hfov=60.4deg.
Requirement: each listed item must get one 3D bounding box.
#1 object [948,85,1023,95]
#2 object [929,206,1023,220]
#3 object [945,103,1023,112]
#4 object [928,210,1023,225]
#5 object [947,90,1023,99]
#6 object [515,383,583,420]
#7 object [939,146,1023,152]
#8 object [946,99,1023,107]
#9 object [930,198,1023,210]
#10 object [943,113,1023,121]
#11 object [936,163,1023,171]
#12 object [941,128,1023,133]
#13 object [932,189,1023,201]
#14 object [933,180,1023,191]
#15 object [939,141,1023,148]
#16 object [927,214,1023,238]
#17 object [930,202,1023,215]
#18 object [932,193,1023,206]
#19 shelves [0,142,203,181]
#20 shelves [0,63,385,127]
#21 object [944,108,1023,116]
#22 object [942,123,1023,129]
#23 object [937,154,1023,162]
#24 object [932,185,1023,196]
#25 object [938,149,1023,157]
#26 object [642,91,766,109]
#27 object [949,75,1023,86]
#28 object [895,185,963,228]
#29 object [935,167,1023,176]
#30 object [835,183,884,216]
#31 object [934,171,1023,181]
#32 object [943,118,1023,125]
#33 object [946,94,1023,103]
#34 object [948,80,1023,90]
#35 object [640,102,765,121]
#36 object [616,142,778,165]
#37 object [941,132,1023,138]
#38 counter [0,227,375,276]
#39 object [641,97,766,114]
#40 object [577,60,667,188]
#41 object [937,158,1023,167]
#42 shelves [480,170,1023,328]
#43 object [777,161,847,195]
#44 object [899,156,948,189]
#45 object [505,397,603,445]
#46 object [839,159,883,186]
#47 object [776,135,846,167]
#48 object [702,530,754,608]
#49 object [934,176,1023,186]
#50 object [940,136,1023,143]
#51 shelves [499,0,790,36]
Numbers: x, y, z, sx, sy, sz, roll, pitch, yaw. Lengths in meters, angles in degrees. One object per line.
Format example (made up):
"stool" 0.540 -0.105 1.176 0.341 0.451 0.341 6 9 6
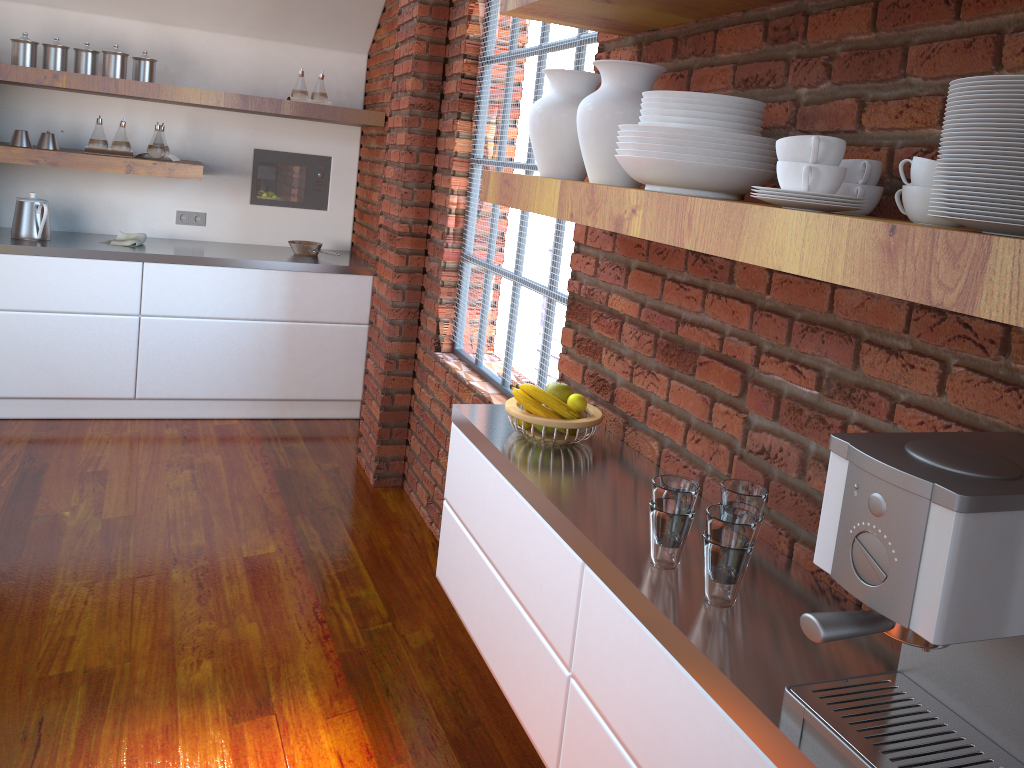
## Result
"object" 0.564 -0.293 0.924 0.194 0.013 0.199 5 14 -5
"object" 0.550 -0.172 0.939 0.194 0.013 0.199 5 14 -5
"object" 0.562 -0.276 0.926 0.194 0.013 0.199 5 14 -5
"object" 0.550 -0.167 0.939 0.194 0.013 0.199 5 14 -5
"object" 0.564 -0.289 0.925 0.194 0.013 0.199 5 14 -5
"object" 0.085 0.048 2.057 0.185 0.083 0.067 10 10 16
"object" 0.557 -0.234 0.931 0.194 0.013 0.199 5 14 -5
"object" 0.563 -0.280 0.926 0.194 0.013 0.199 5 14 -5
"object" 0.551 -0.180 0.938 0.194 0.013 0.199 5 14 -5
"object" 0.561 -0.266 0.927 0.194 0.013 0.199 5 14 -5
"object" 0.555 -0.217 0.933 0.194 0.013 0.199 5 14 -5
"object" 0.559 -0.252 0.929 0.194 0.013 0.199 5 14 -5
"object" 0.552 -0.189 0.937 0.194 0.013 0.199 5 14 -5
"object" 0.553 -0.199 0.936 0.194 0.013 0.199 5 14 -5
"object" 0.558 -0.239 0.931 0.194 0.013 0.199 5 14 -5
"object" 0.549 -0.163 0.940 0.194 0.013 0.199 5 14 -5
"object" 0.551 -0.176 0.938 0.194 0.013 0.199 5 14 -5
"object" 0.552 -0.185 0.937 0.194 0.013 0.199 5 14 -5
"shelves" -2.191 -1.172 4.608 1.063 0.075 0.670 1 15 -21
"shelves" -1.725 -1.538 4.728 1.972 0.075 0.670 1 15 -21
"object" 0.562 -0.271 0.927 0.194 0.013 0.199 5 14 -5
"object" 0.560 -0.257 0.928 0.194 0.013 0.199 5 14 -5
"object" 0.556 -0.226 0.932 0.194 0.013 0.199 5 14 -5
"object" 0.553 -0.194 0.936 0.194 0.013 0.199 5 14 -5
"object" 0.557 -0.231 0.932 0.194 0.013 0.199 5 14 -5
"object" 0.330 -0.469 1.537 0.213 0.054 0.218 -1 15 -29
"object" 0.565 -0.303 0.923 0.194 0.013 0.199 5 14 -5
"object" 0.542 -0.224 1.119 0.092 0.046 0.100 9 13 12
"object" 0.555 -0.213 0.934 0.194 0.013 0.199 5 14 -5
"object" 0.520 -0.286 1.358 0.099 0.046 0.094 -5 17 -41
"object" 0.554 -0.208 0.934 0.194 0.013 0.199 5 14 -5
"object" 0.560 -0.261 0.928 0.194 0.013 0.199 5 14 -5
"object" 0.563 -0.285 0.925 0.194 0.013 0.199 5 14 -5
"object" 0.565 -0.298 0.923 0.194 0.013 0.199 5 14 -5
"object" 0.328 -0.451 1.539 0.213 0.054 0.218 -1 15 -29
"object" 0.321 -0.382 1.547 0.282 0.054 0.287 -4 17 -37
"object" 0.559 -0.248 0.930 0.194 0.013 0.199 5 14 -5
"counter" -1.802 -0.726 4.801 1.979 0.044 0.731 1 15 -21
"object" 0.329 -0.459 1.538 0.213 0.054 0.218 -1 15 -29
"object" 0.229 -0.537 1.834 0.195 0.245 0.193 14 12 39
"object" 0.556 -0.222 0.933 0.194 0.013 0.199 5 14 -5
"shelves" 0.349 -0.287 1.538 0.336 0.075 1.572 1 15 -21
"object" 0.406 -0.278 1.211 0.098 0.046 0.094 0 14 -27
"object" 0.551 -0.255 1.115 0.092 0.057 0.102 7 12 2
"object" 0.097 0.091 2.107 0.237 0.070 0.238 13 15 25
"object" 0.518 -0.318 1.357 0.093 0.057 0.101 15 15 36
"object" 0.406 -0.311 1.211 0.100 0.057 0.093 -3 15 -37
"object" 0.325 0.286 1.351 0.077 0.102 0.079 5 10 -10
"object" 0.554 -0.204 0.935 0.194 0.013 0.199 5 14 -5
"object" 0.558 -0.244 0.930 0.194 0.013 0.199 5 14 -5
"shelves" 0.399 -0.728 1.484 0.336 0.075 1.572 1 15 -21
